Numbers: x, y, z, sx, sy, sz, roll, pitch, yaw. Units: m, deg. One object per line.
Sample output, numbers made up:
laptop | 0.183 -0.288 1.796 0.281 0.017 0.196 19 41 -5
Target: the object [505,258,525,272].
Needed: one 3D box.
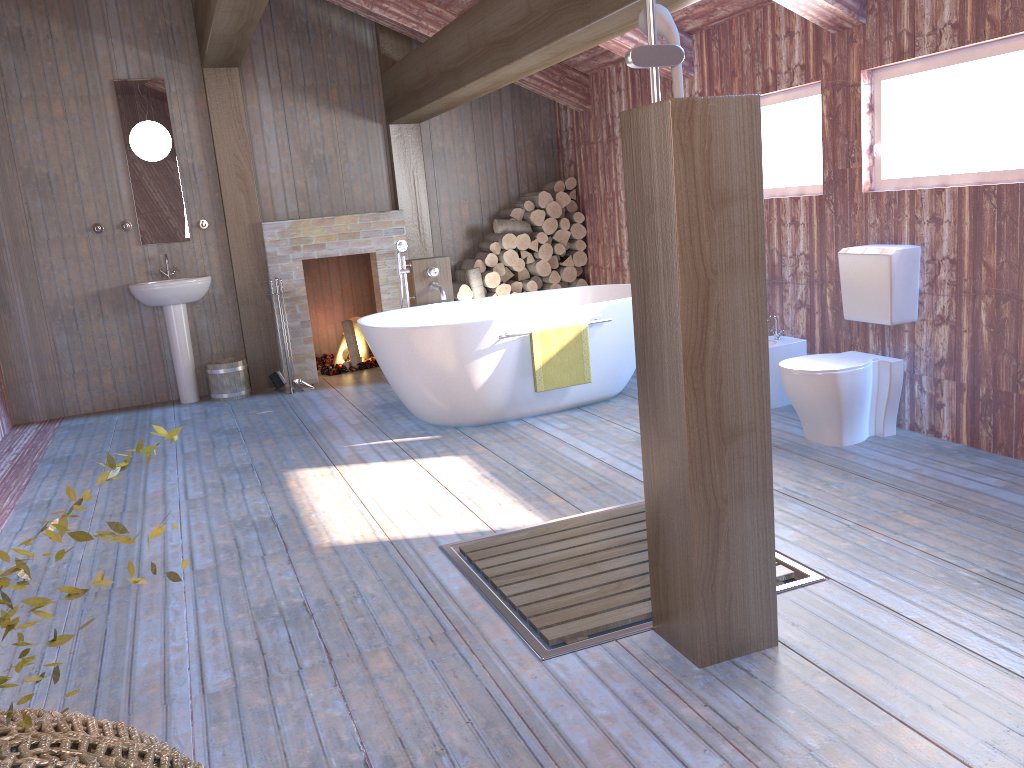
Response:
object | 0.006 -1.020 7.526 0.115 0.123 0.291 -9 12 -19

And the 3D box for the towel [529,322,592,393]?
towel | 0.285 -0.156 5.107 0.370 0.361 0.032 -10 12 -23

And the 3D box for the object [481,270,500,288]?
object | -0.236 -0.890 7.458 0.138 0.147 0.440 -9 12 -19

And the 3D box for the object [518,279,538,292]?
object | 0.083 -0.847 7.588 0.098 0.100 0.437 -10 12 -21

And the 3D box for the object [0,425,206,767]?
object | -0.659 0.644 0.898 0.972 1.073 0.970 -15 15 -39

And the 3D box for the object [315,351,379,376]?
object | -1.468 -0.212 7.983 0.829 0.085 0.935 -14 14 -37

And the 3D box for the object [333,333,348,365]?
object | -1.484 -0.297 7.796 0.221 0.306 0.121 -4 11 7

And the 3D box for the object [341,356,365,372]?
object | -1.374 -0.175 7.689 0.085 0.084 0.278 0 13 26

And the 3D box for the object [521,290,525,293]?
object | 0.024 -0.758 7.584 0.086 0.089 0.279 -10 12 -22

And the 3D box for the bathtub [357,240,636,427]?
bathtub | 0.019 -0.396 5.584 1.935 1.109 1.460 -5 11 2

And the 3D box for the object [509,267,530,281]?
object | 0.044 -0.957 7.663 0.104 0.127 0.321 -9 12 -19

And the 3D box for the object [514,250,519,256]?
object | -0.001 -1.102 7.497 0.057 0.061 0.156 -10 12 -20

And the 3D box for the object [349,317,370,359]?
object | -1.358 -0.372 7.900 0.140 0.459 0.266 -6 11 -2

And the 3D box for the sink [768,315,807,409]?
sink | 1.389 -0.119 5.067 0.515 0.517 0.335 -9 12 -19

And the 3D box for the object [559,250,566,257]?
object | 0.400 -1.133 7.654 0.067 0.069 0.177 -9 12 -20

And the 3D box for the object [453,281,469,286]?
object | -0.420 -0.826 7.513 0.099 0.093 0.280 -9 12 -19

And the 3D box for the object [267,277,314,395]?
object | -1.791 -0.380 6.865 0.276 0.888 0.333 -1 12 21

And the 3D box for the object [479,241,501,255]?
object | -0.182 -1.144 7.445 0.106 0.112 0.282 -9 12 -19

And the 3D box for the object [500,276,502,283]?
object | -0.149 -0.891 7.502 0.064 0.068 0.174 -10 12 -20

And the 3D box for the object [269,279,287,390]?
object | -1.839 -0.371 6.792 0.136 0.846 0.062 -14 15 -38

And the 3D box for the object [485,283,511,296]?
object | -0.150 -0.800 7.523 0.139 0.148 0.458 -9 12 -19

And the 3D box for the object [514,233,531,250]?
object | 0.014 -1.209 7.506 0.138 0.147 0.440 -9 12 -19

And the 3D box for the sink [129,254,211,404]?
sink | -2.515 -0.406 6.689 0.582 1.143 0.475 -10 12 -20

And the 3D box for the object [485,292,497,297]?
object | -0.257 -0.691 7.509 0.155 0.174 0.483 -10 12 -21

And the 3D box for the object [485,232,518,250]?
object | -0.094 -1.205 7.464 0.135 0.145 0.439 -9 12 -19

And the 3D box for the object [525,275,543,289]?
object | 0.150 -0.889 7.716 0.116 0.118 0.289 -10 12 -22

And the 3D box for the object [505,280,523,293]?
object | -0.014 -0.828 7.558 0.114 0.120 0.303 -9 12 -19

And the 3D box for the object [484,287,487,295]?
object | -0.319 -0.799 7.541 0.121 0.124 0.291 -9 12 -19

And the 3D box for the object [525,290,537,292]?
object | 0.127 -0.760 7.625 0.111 0.113 0.301 -10 12 -21

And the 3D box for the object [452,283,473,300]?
object | -0.469 -0.773 7.397 0.139 0.137 0.455 -10 12 -21

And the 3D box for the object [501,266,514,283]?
object | -0.095 -0.948 7.608 0.128 0.150 0.323 -9 12 -20

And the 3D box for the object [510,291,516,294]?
object | -0.060 -0.745 7.546 0.098 0.100 0.437 -10 12 -21

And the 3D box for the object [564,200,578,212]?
object | 0.463 -1.534 7.665 0.107 0.115 0.269 -9 12 -19

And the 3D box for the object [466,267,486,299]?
object | -0.292 -0.803 7.264 0.147 0.298 0.109 -9 12 -17

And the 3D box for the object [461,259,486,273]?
object | -0.328 -0.992 7.449 0.114 0.113 0.301 -10 12 -22

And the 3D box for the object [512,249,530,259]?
object | 0.065 -1.107 7.538 0.088 0.092 0.280 -9 12 -19

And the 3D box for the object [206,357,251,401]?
object | -2.188 -0.036 6.851 0.309 0.290 0.308 -7 12 -10

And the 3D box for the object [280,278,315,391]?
object | -1.698 -0.380 6.833 0.206 0.871 0.126 -1 12 22

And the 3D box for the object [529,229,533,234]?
object | 0.067 -1.315 7.612 0.121 0.124 0.291 -9 12 -19

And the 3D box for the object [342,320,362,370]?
object | -1.378 -0.335 7.651 0.098 0.434 0.283 -10 12 -21

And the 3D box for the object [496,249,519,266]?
object | -0.092 -1.068 7.482 0.141 0.143 0.437 -10 12 -21

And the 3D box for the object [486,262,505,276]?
object | -0.162 -0.970 7.483 0.111 0.113 0.301 -10 12 -20

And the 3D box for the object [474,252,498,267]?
object | -0.218 -1.045 7.431 0.115 0.123 0.291 -9 12 -19

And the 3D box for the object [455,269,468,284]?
object | -0.389 -0.913 7.512 0.108 0.113 0.302 -9 12 -19
